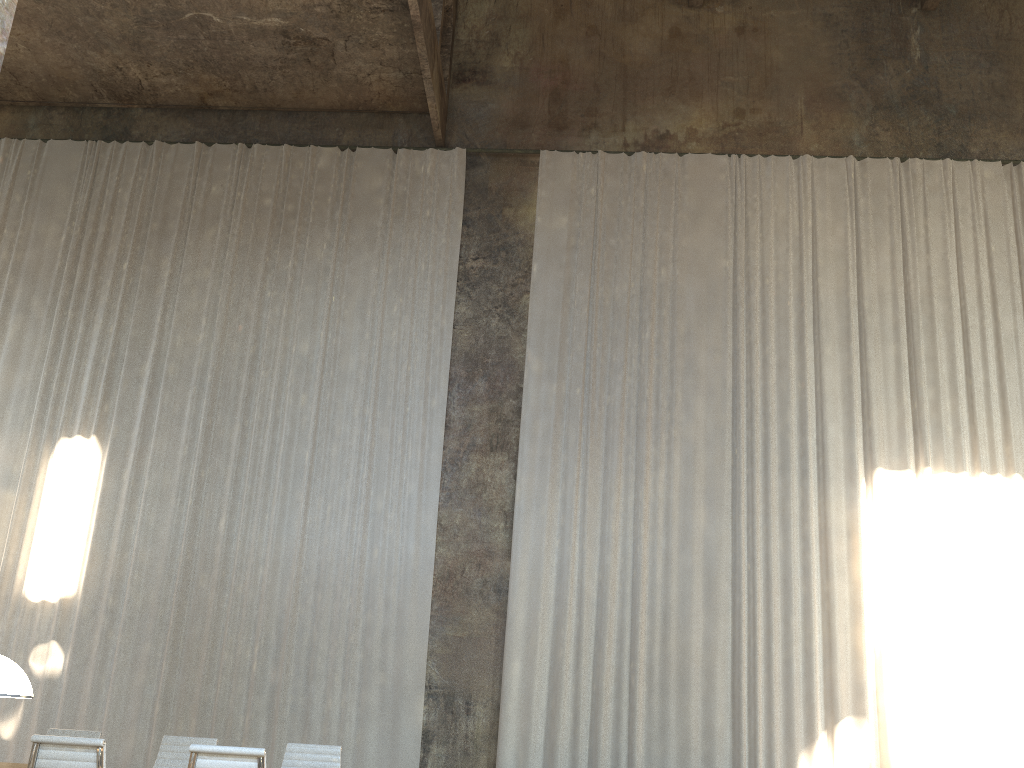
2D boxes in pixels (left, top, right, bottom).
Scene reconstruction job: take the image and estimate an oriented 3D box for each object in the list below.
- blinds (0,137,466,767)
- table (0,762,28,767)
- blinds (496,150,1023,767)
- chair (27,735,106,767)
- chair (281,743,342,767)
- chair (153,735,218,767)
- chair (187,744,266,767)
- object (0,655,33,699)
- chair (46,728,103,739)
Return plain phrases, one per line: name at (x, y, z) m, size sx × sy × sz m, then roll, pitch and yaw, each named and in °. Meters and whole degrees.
blinds at (-4.712, 0.724, 10.810) m, size 7.819 × 8.338 × 0.285 m, roll 2°, pitch -16°, yaw 4°
table at (-4.635, 2.848, 5.759) m, size 7.695 × 0.732 × 1.667 m, roll 2°, pitch -21°, yaw 3°
blinds at (3.914, 1.040, 10.325) m, size 7.819 × 8.338 × 0.285 m, roll 2°, pitch -16°, yaw 4°
chair at (-2.454, 2.520, 4.960) m, size 0.665 × 0.988 × 0.726 m, roll 0°, pitch -18°, yaw 11°
chair at (-1.700, 1.993, 3.524) m, size 31.427 × 0.995 × 13.488 m, roll 2°, pitch -22°, yaw 3°
chair at (-2.464, 3.065, 6.315) m, size 0.665 × 0.988 × 0.726 m, roll 1°, pitch -18°, yaw 7°
chair at (-1.590, 2.565, 4.946) m, size 0.665 × 0.988 × 0.726 m, roll 1°, pitch -18°, yaw 9°
object at (-1.317, 1.210, 1.865) m, size 0.658 × 1.250 × 0.592 m, roll 2°, pitch -17°, yaw 4°
chair at (-3.380, 3.031, 6.365) m, size 0.665 × 0.988 × 0.726 m, roll 1°, pitch -18°, yaw 9°
